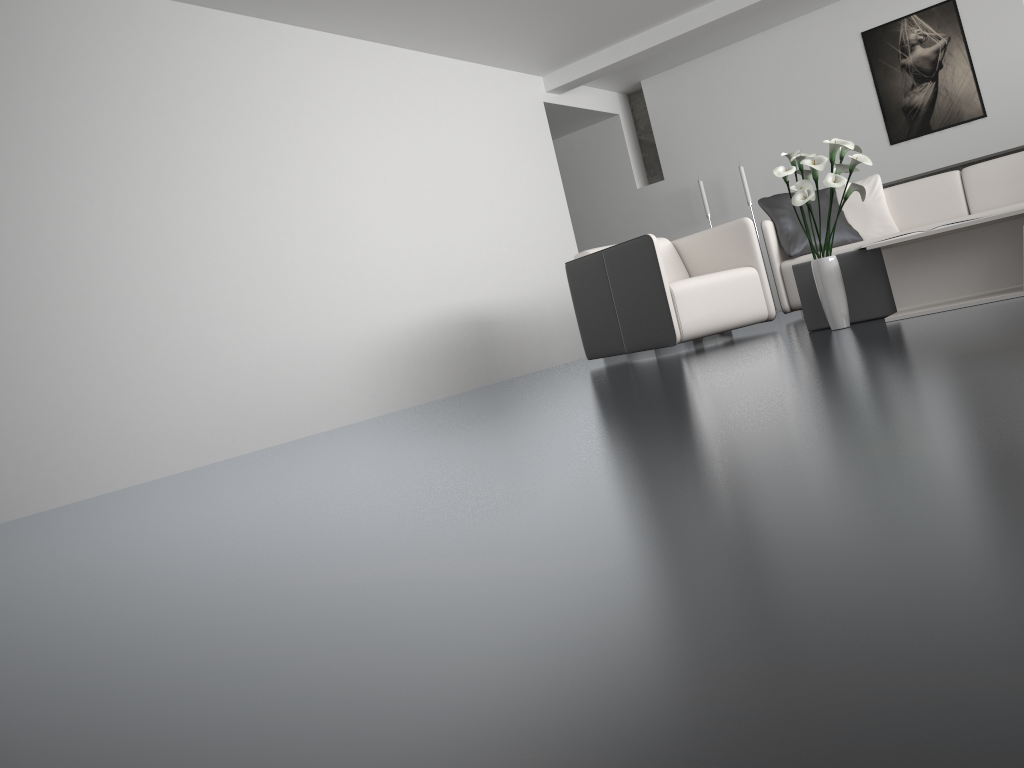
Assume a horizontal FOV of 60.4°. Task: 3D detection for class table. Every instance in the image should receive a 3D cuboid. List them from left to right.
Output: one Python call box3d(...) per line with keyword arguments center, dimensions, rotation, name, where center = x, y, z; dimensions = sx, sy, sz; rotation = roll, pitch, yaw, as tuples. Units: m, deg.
box3d(center=(1.903, -0.514, 3.801), dimensions=(1.241, 0.316, 0.301), rotation=(-11, 0, 34), name="table")
box3d(center=(1.933, -0.502, 3.397), dimensions=(0.956, 0.316, 0.301), rotation=(-12, 0, 34), name="table")

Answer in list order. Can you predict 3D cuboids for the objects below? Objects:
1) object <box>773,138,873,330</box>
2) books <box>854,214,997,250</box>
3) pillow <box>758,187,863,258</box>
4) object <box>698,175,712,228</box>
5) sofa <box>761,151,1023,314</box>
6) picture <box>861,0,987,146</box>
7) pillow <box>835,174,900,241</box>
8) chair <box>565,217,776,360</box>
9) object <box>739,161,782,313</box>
box3d(center=(1.365, -0.635, 3.696), dimensions=(0.374, 0.802, 0.448), rotation=(-14, -3, 19), name="object")
box3d(center=(1.795, -0.662, 3.862), dimensions=(0.544, 0.017, 0.360), rotation=(-12, 3, 16), name="books")
box3d(center=(1.949, -1.064, 5.725), dimensions=(0.568, 0.452, 0.275), rotation=(-13, -2, -10), name="pillow")
box3d(center=(1.902, -1.269, 8.194), dimensions=(0.177, 1.405, 0.181), rotation=(-16, -5, 36), name="object")
box3d(center=(2.789, -1.012, 5.376), dimensions=(2.210, 0.664, 0.928), rotation=(-12, 1, 33), name="sofa")
box3d(center=(3.380, -2.563, 7.261), dimensions=(0.735, 1.011, 0.004), rotation=(-14, -4, 36), name="picture")
box3d(center=(2.229, -1.101, 5.859), dimensions=(0.578, 0.503, 0.325), rotation=(-13, -2, 25), name="pillow")
box3d(center=(0.899, -0.573, 5.215), dimensions=(0.775, 0.665, 0.907), rotation=(-13, 0, -29), name="chair")
box3d(center=(2.194, -1.320, 7.852), dimensions=(0.177, 1.405, 0.181), rotation=(-16, -5, 36), name="object")
